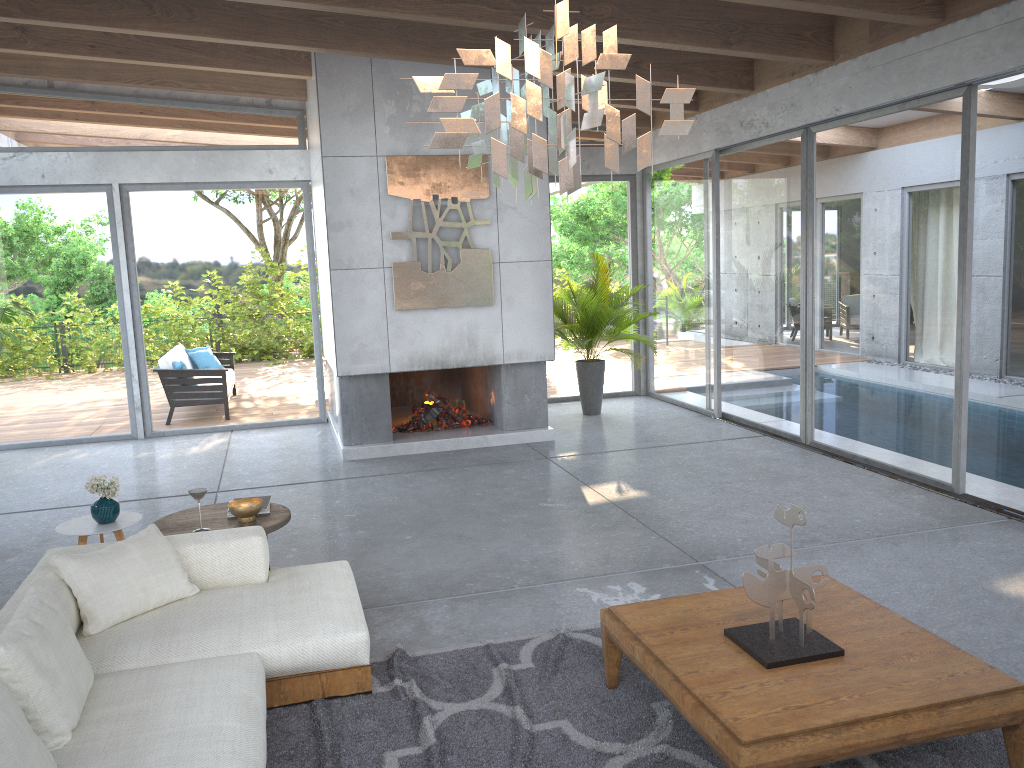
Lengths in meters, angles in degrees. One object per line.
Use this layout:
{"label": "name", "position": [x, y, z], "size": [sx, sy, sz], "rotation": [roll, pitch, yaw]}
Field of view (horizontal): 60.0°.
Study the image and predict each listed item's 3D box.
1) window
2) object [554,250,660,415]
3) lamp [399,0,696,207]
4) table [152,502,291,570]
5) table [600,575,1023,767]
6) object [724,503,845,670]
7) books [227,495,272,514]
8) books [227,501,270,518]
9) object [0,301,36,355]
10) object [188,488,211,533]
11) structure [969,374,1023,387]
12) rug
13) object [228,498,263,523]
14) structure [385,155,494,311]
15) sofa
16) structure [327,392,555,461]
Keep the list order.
{"label": "window", "position": [0.915, -0.538, 2.660], "size": [14.294, 3.764, 23.280], "rotation": [-5, 8, -15]}
{"label": "object", "position": [0.859, -0.572, 9.746], "size": [1.484, 1.819, 1.798], "rotation": [-4, 8, -8]}
{"label": "lamp", "position": [-0.008, -1.217, 2.515], "size": [0.862, 1.400, 0.636], "rotation": [3, 10, 32]}
{"label": "table", "position": [-1.537, 0.938, 4.736], "size": [0.725, 0.441, 0.725], "rotation": [4, 10, 36]}
{"label": "table", "position": [1.010, 1.094, 3.198], "size": [1.048, 0.352, 1.112], "rotation": [-5, 8, -15]}
{"label": "object", "position": [0.961, 0.663, 3.152], "size": [0.346, 0.518, 0.379], "rotation": [-5, 8, -15]}
{"label": "books", "position": [-1.448, 0.666, 4.905], "size": [0.205, 0.012, 0.290], "rotation": [-4, 8, -10]}
{"label": "books", "position": [-1.455, 0.680, 4.907], "size": [0.220, 0.015, 0.303], "rotation": [-5, 8, -15]}
{"label": "object", "position": [-5.276, 0.039, 8.168], "size": [1.416, 1.540, 1.731], "rotation": [-2, 8, 4]}
{"label": "object", "position": [-1.584, 0.643, 4.500], "size": [0.099, 0.212, 0.099], "rotation": [0, 8, 16]}
{"label": "structure", "position": [7.162, 0.513, 6.690], "size": [0.477, 0.068, 13.673], "rotation": [-5, 8, -15]}
{"label": "rug", "position": [0.459, 1.273, 3.130], "size": [3.186, 0.056, 2.187], "rotation": [-4, 8, -14]}
{"label": "object", "position": [-1.400, 0.670, 4.669], "size": [0.173, 0.097, 0.173], "rotation": [-8, 10, -35]}
{"label": "structure", "position": [-0.636, -1.360, 7.962], "size": [0.919, 1.351, 0.041], "rotation": [-5, 8, -15]}
{"label": "sofa", "position": [-0.754, 1.117, 2.625], "size": [1.965, 0.777, 3.733], "rotation": [-5, 8, -15]}
{"label": "structure", "position": [-0.858, 0.196, 9.277], "size": [2.012, 0.595, 2.203], "rotation": [-5, 8, -15]}
